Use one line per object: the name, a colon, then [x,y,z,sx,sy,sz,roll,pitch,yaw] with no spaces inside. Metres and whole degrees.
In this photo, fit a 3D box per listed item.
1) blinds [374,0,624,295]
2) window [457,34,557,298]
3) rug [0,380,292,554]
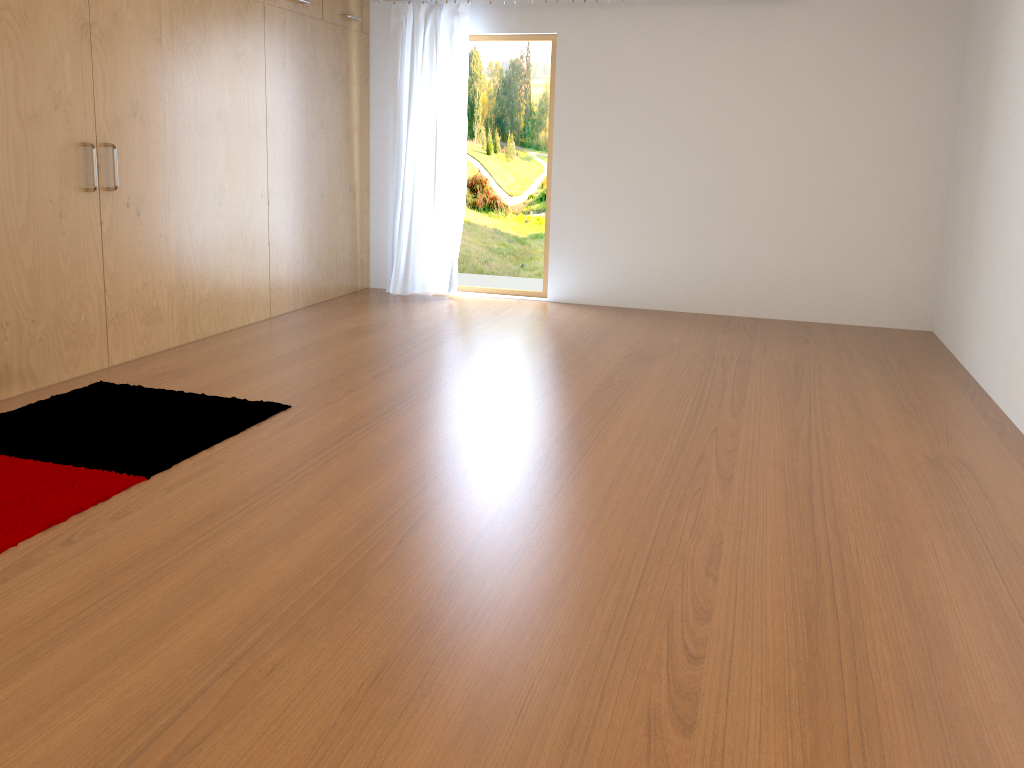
blinds: [0.362,-1.531,5.854,2.852,2.007,0.236,5,11,16]
window: [-0.127,-1.514,6.185,0.876,1.761,0.026,5,11,16]
rug: [-1.849,0.488,1.874,0.918,0.011,3.774,6,15,16]
